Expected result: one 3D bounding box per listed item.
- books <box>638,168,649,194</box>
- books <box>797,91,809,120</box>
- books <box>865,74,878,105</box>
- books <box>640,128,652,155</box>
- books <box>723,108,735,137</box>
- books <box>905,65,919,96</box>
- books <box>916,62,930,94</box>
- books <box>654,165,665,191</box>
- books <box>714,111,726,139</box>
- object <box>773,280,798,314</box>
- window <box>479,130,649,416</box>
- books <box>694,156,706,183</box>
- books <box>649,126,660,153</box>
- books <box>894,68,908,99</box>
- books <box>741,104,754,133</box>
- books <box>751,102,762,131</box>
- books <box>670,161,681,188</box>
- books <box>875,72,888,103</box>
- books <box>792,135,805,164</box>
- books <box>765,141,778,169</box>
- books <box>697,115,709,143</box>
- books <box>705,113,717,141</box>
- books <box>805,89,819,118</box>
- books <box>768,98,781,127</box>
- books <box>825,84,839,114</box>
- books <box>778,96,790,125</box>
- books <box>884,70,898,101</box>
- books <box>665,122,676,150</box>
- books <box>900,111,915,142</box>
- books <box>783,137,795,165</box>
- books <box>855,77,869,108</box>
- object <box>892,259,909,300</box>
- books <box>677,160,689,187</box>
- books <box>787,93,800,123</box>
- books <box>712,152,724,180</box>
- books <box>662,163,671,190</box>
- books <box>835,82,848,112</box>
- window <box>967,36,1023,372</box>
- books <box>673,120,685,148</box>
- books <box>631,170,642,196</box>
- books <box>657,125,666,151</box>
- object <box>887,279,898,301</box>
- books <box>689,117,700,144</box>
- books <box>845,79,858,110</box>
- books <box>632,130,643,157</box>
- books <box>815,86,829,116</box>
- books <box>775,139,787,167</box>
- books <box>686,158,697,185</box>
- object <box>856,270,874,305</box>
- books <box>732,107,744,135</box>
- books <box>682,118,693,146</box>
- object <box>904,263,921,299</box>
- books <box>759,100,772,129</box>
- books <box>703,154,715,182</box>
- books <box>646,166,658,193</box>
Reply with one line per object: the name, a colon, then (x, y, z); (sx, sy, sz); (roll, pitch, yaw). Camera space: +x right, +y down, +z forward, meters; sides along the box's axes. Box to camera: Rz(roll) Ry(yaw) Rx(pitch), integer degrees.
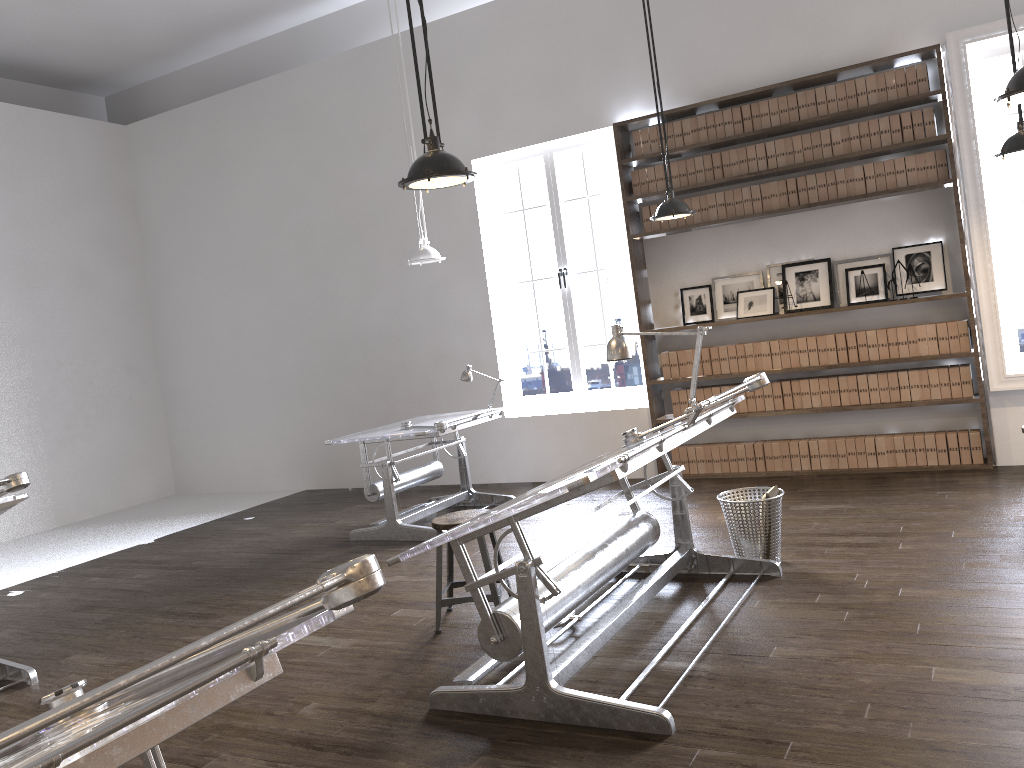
books: (1.135, -1.688, 7.437); (0.066, 0.225, 0.175); (-7, 2, 29)
books: (2.248, -2.115, 6.790); (0.066, 0.225, 0.175); (-7, 2, 29)
books: (2.673, -2.156, 6.552); (0.066, 0.225, 0.175); (-7, 2, 29)
books: (1.146, -2.009, 7.398); (0.066, 0.225, 0.175); (-7, 2, 29)
books: (1.749, -2.067, 7.065); (0.066, 0.225, 0.175); (-7, 2, 29)
books: (2.908, -2.178, 6.425); (0.066, 0.225, 0.175); (-7, 2, 29)
books: (2.967, -2.184, 6.387); (0.066, 0.225, 0.175); (-7, 2, 29)
books: (1.258, -1.700, 7.366); (0.066, 0.225, 0.175); (-7, 2, 29)
books: (1.690, -2.061, 7.103); (0.066, 0.225, 0.175); (-7, 2, 29)
object: (2.113, -0.669, 6.856); (0.174, 0.260, 0.040); (-7, 1, 29)
window: (0.482, -0.928, 7.961); (1.479, 2.496, 0.154); (-7, 1, 29)
books: (1.552, -1.728, 7.201); (0.066, 0.225, 0.175); (-7, 2, 29)
books: (1.210, -2.015, 7.366); (0.066, 0.225, 0.175); (-7, 2, 29)
books: (2.846, -2.172, 6.459); (0.066, 0.225, 0.175); (-7, 2, 29)
books: (1.876, -2.079, 6.993); (0.067, 0.225, 0.175); (-7, 2, 29)
books: (1.943, -2.086, 6.962); (0.066, 0.225, 0.175); (-7, 2, 29)
books: (1.369, -1.710, 7.301); (0.067, 0.225, 0.175); (-7, 2, 29)
books: (2.729, -2.161, 6.523); (0.066, 0.225, 0.175); (-7, 2, 29)
books: (2.220, -1.792, 6.827); (0.067, 0.225, 0.175); (-7, 2, 29)
books: (2.045, -1.776, 6.926); (0.067, 0.225, 0.175); (-7, 2, 29)
books: (1.567, -2.049, 7.164); (0.067, 0.225, 0.175); (-7, 2, 29)
books: (1.628, -2.055, 7.137); (0.066, 0.225, 0.175); (-7, 2, 29)
books: (2.301, -2.120, 6.755); (0.067, 0.225, 0.175); (-7, 2, 29)
books: (2.061, -2.097, 6.893); (0.066, 0.225, 0.175); (-7, 2, 29)
books: (2.428, -2.132, 6.688); (0.066, 0.225, 0.175); (-7, 2, 29)
books: (2.124, -2.103, 6.862); (0.066, 0.225, 0.175); (-7, 2, 29)
books: (2.785, -2.166, 6.487); (0.067, 0.225, 0.175); (-7, 2, 29)
books: (1.333, -2.027, 7.300); (0.066, 0.225, 0.175); (-7, 2, 29)
books: (2.887, -1.856, 6.457); (0.067, 0.225, 0.175); (-7, 2, 29)
books: (2.165, -1.787, 6.864); (0.066, 0.225, 0.175); (-7, 2, 29)
books: (2.609, -2.149, 6.585); (0.067, 0.225, 0.175); (-7, 2, 29)
object: (2.842, -0.762, 6.473); (0.118, 0.304, 0.040); (-7, 1, 29)
books: (1.431, -1.717, 7.273); (0.066, 0.225, 0.175); (-7, 2, 29)
books: (2.184, -2.109, 6.827); (0.066, 0.225, 0.175); (-7, 2, 29)
books: (1.679, -1.740, 7.130); (0.067, 0.225, 0.175); (-7, 2, 29)
books: (1.314, -1.705, 7.337); (0.066, 0.225, 0.175); (-7, 2, 29)
books: (2.491, -2.138, 6.658); (0.066, 0.225, 0.175); (-7, 2, 29)
window: (3.867, -1.253, 5.940); (1.241, 2.308, 0.154); (-7, 1, 29)
books: (1.392, -2.032, 7.263); (0.067, 0.225, 0.175); (-7, 2, 29)
books: (1.076, -1.683, 7.472); (0.066, 0.225, 0.175); (-7, 2, 29)
books: (1.273, -2.021, 7.336); (0.066, 0.225, 0.175); (-7, 2, 29)
object: (2.782, -0.684, 6.472); (0.066, 0.165, 0.040); (-7, 1, 29)
books: (1.511, -2.044, 7.201); (0.066, 0.225, 0.175); (-7, 2, 29)
books: (2.550, -2.144, 6.623); (0.066, 0.225, 0.175); (-7, 2, 29)
books: (1.083, -2.002, 7.433); (0.067, 0.225, 0.175); (-7, 2, 29)
books: (2.364, -2.126, 6.721); (0.066, 0.225, 0.175); (-7, 2, 29)
books: (2.109, -1.782, 6.893); (0.066, 0.225, 0.175); (-7, 2, 29)
books: (1.493, -1.723, 7.239); (0.066, 0.225, 0.175); (-7, 2, 29)
object: (2.622, -0.718, 6.588); (0.123, 0.260, 0.040); (-7, 1, 29)
books: (1.813, -2.073, 7.034); (0.066, 0.225, 0.175); (-7, 2, 29)
books: (1.456, -2.039, 7.230); (0.066, 0.225, 0.175); (-7, 2, 29)
object: (2.919, -0.750, 6.464); (0.110, 0.262, 0.040); (-7, 1, 29)
books: (1.997, -2.090, 6.925); (0.066, 0.225, 0.175); (-7, 2, 29)
books: (1.616, -1.735, 7.171); (0.066, 0.225, 0.175); (-7, 2, 29)
books: (1.194, -1.694, 7.399); (0.067, 0.225, 0.175); (-7, 2, 29)
